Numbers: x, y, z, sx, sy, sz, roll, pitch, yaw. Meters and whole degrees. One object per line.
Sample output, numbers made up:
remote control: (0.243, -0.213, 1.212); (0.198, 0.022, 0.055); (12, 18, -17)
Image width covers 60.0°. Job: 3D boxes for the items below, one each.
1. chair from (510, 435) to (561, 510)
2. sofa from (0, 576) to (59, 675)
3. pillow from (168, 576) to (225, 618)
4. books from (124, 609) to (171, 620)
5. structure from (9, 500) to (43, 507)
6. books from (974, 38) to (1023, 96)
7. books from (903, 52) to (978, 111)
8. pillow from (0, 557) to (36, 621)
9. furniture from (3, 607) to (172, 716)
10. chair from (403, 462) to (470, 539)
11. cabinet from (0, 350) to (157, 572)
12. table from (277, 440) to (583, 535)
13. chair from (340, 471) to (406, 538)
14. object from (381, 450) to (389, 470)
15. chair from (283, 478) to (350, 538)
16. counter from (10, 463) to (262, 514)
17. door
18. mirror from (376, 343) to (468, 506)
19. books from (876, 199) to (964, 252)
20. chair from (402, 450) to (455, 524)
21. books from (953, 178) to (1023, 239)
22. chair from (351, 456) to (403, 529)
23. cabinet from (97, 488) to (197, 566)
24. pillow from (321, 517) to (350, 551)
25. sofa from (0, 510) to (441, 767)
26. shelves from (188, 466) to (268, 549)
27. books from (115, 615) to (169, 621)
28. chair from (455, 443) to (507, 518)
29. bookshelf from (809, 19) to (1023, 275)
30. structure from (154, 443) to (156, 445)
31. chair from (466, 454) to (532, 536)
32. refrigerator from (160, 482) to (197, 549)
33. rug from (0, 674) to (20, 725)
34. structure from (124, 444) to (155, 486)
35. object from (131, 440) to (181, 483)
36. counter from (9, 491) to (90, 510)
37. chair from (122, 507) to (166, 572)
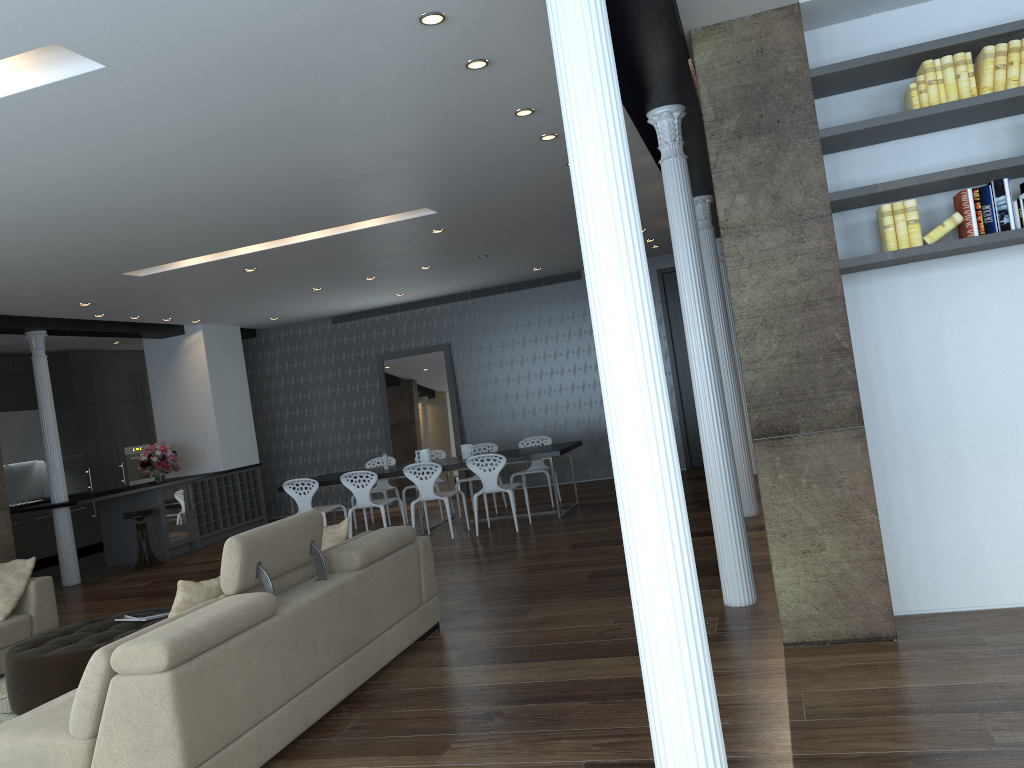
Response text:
chair: (0.280, 1.069, 10.788); (0.495, 0.835, 0.581); (-9, -1, 16)
sofa: (-4.131, 1.611, 5.337); (1.021, 0.950, 2.581); (-9, -1, 16)
pillow: (-1.448, 1.075, 4.173); (0.368, 0.416, 0.519); (-9, -1, 20)
books: (-2.241, 1.423, 5.486); (0.220, 0.040, 0.301); (-8, -1, -39)
structure: (-6.794, 1.649, 11.819); (0.520, 0.066, 0.900); (-9, -1, 16)
books: (2.227, -1.409, 4.017); (0.249, 0.228, 0.189); (-9, -1, 16)
books: (1.971, -1.368, 4.094); (0.278, 0.220, 0.209); (-9, -1, 14)
pillow: (-3.657, 1.442, 6.252); (0.518, 0.393, 0.395); (-9, -1, 12)
furniture: (-2.437, 1.638, 5.326); (1.057, 0.355, 1.057); (-9, -1, 18)
chair: (-0.824, 1.219, 9.423); (0.495, 0.835, 0.581); (-9, -1, 16)
cabinet: (-6.557, 1.030, 13.087); (0.827, 2.980, 7.409); (-9, -1, 16)
table: (-0.895, 1.293, 10.396); (3.400, 0.733, 1.200); (-9, -1, 16)
chair: (-1.522, 1.326, 9.634); (0.495, 0.835, 0.581); (-9, -1, 16)
object: (-1.509, 0.898, 10.491); (0.076, 0.233, 0.161); (-8, -1, -3)
chair: (-2.187, 1.428, 9.831); (0.495, 0.835, 0.581); (-9, -1, 16)
counter: (-4.699, 1.320, 11.573); (1.000, 0.040, 3.700); (-9, -1, 16)
door: (2.721, -0.276, 12.317); (1.000, 2.814, 0.246); (-9, -1, 16)
mirror: (-1.358, 0.609, 13.266); (1.200, 2.294, 0.240); (-9, -1, 16)
books: (1.914, -0.745, 4.150); (0.345, 0.224, 0.189); (-9, -1, 16)
chair: (-1.055, 1.274, 11.173); (0.495, 0.835, 0.581); (-9, -1, 16)
books: (3.492, -0.996, 3.698); (2.981, 0.237, 0.242); (-9, -1, 16)
chair: (-1.723, 1.376, 11.366); (0.495, 0.835, 0.581); (-9, -1, 16)
cabinet: (-4.677, 1.788, 11.403); (0.900, 0.897, 0.642); (-9, -1, 16)
pillow: (-1.282, 1.078, 5.566); (0.518, 0.393, 0.395); (-9, -1, 19)
sofa: (-1.330, 1.181, 4.528); (1.021, 0.950, 2.581); (-9, -1, 16)
shelves: (-4.357, 1.753, 12.529); (0.900, 0.897, 1.700); (-9, -1, 16)
books: (-2.259, 1.433, 5.469); (0.300, 0.031, 0.219); (-9, -1, 31)
chair: (-0.388, 1.172, 10.981); (0.495, 0.835, 0.581); (-9, -1, 16)
bookshelf: (3.789, -1.357, 3.661); (4.804, 0.942, 0.400); (-9, -1, 16)
structure: (-5.930, 1.218, 14.731); (0.528, 0.452, 0.595); (-9, -1, 16)
chair: (-0.157, 1.117, 9.251); (0.495, 0.835, 0.581); (-9, -1, 16)
refrigerator: (-4.267, 1.665, 11.312); (0.075, 0.774, 0.578); (-9, -1, 20)
rug: (-2.628, 1.845, 4.469); (2.972, 0.020, 4.231); (-9, -1, 16)
structure: (-6.117, 1.309, 14.059); (0.591, 0.596, 0.595); (-9, -1, 16)
object: (-4.632, 1.013, 11.607); (0.570, 0.552, 0.544); (-9, -1, 22)
counter: (-6.983, 1.781, 11.249); (0.807, 0.223, 3.597); (-9, -1, 16)
chair: (-1.449, 1.504, 8.862); (21.556, 0.952, 16.134); (-9, -1, 16)
